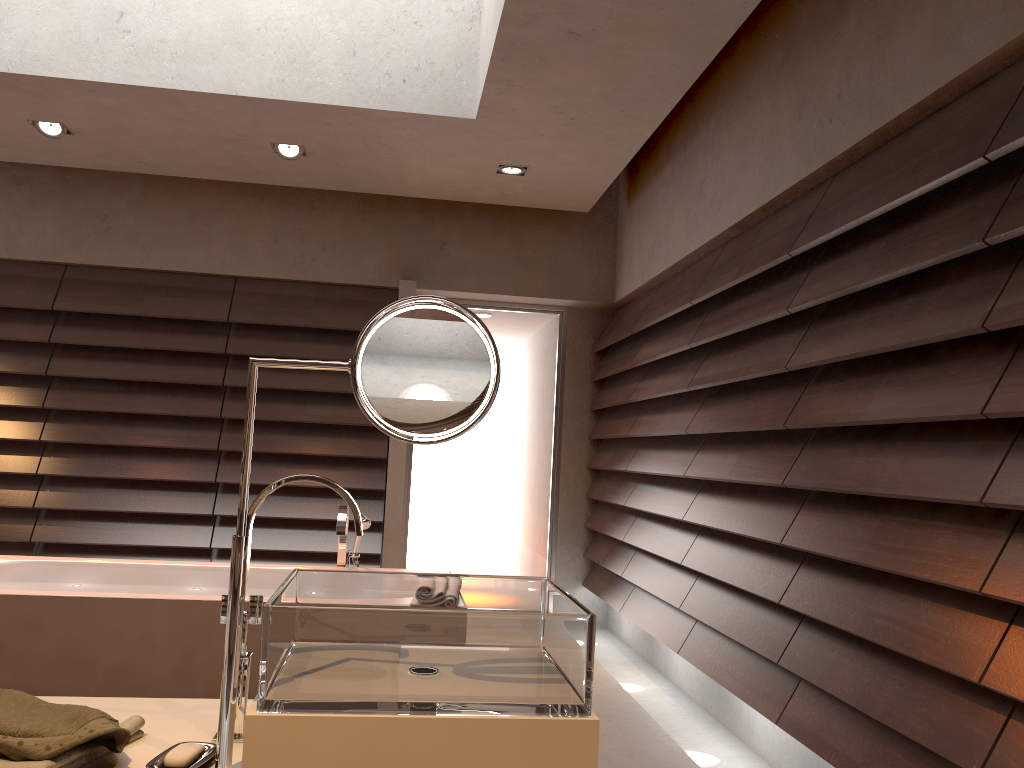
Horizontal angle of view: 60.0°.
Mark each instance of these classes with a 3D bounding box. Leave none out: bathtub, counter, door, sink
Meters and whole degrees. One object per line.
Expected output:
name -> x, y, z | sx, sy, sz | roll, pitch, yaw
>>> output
bathtub -> -1.207, 0.830, 3.270 | 2.000, 0.761, 0.994 | 4, -5, -7
counter -> -1.383, 0.680, 1.055 | 2.931, 0.686, 0.350 | 4, -5, -7
door -> -0.187, 0.460, 5.747 | 1.007, 2.000, 0.090 | 4, -5, -7
sink -> -0.157, 0.313, 1.246 | 0.486, 0.357, 0.340 | 4, -5, -7

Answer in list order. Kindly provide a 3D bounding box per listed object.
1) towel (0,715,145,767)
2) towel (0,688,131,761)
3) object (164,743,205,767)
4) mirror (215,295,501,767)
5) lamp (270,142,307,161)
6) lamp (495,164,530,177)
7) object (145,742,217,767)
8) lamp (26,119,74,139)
towel -> -0.698, 0.442, 1.133 | 0.394, 0.027, 0.202 | 2, -5, 13
towel -> -0.732, 0.424, 1.126 | 0.571, 0.057, 0.258 | 0, -6, 34
object -> -0.400, 0.454, 1.087 | 0.035, 0.016, 0.066 | 3, -5, 4
mirror -> -0.182, 0.181, 1.074 | 0.316, 0.589, 0.074 | 3, -5, -5
lamp -> -1.135, -1.210, 4.520 | 0.165, 0.110, 0.170 | 4, -5, -7
lamp -> 0.000, -1.146, 4.666 | 0.165, 0.051, 0.170 | 4, -5, -7
object -> -0.401, 0.461, 1.086 | 0.065, 0.011, 0.108 | 2, -5, 6
lamp -> -2.273, -1.280, 4.373 | 0.165, 0.110, 0.170 | 4, -5, -7
